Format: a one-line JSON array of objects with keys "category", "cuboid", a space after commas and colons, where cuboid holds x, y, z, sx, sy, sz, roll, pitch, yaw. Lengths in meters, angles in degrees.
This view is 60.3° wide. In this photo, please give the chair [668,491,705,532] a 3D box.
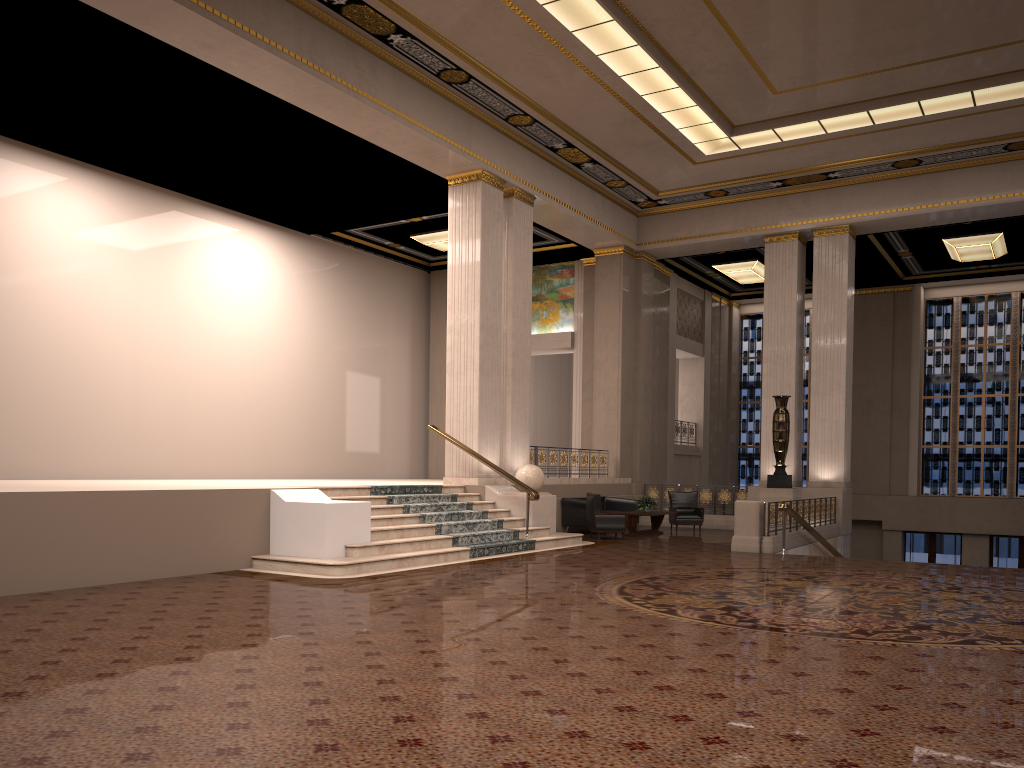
[{"category": "chair", "cuboid": [3.693, 2.699, 18.732, 0.647, 0.845, 0.718, 1, -2, -3]}]

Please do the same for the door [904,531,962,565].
[{"category": "door", "cuboid": [11.223, 5.279, 23.558, 1.490, 2.728, 0.155, 0, 1, 32]}]

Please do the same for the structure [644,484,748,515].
[{"category": "structure", "cuboid": [4.163, 2.615, 19.947, 2.536, 0.655, 0.032, -2, -1, 32]}]

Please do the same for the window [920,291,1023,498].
[{"category": "window", "cuboid": [12.476, 0.314, 23.289, 2.986, 5.367, 0.069, 0, 1, 32]}]

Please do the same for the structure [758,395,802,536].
[{"category": "structure", "cuboid": [5.355, 1.635, 17.559, 0.699, 2.793, 0.700, 1, 1, 32]}]

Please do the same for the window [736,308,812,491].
[{"category": "window", "cuboid": [8.142, 0.515, 25.982, 2.986, 5.367, 0.069, 0, 1, 32]}]

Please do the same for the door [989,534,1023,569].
[{"category": "door", "cuboid": [12.997, 5.197, 22.456, 1.490, 2.728, 0.155, 0, 1, 32]}]

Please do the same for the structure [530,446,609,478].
[{"category": "structure", "cuboid": [1.197, 1.648, 18.376, 0.032, 0.624, 3.706, 1, -4, 32]}]

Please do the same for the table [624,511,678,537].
[{"category": "table", "cuboid": [2.616, 2.756, 17.423, 0.839, 0.435, 1.480, -2, -6, 32]}]

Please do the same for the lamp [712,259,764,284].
[{"category": "lamp", "cuboid": [6.065, -2.864, 22.778, 1.168, 0.214, 2.023, -3, -6, 32]}]

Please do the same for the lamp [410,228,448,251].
[{"category": "lamp", "cuboid": [-1.262, -3.249, 19.888, 1.716, 0.214, 1.172, -3, -6, 32]}]

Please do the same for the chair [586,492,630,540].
[{"category": "chair", "cuboid": [1.722, 2.414, 16.093, 0.717, 0.845, 0.648, 1, -1, -8]}]

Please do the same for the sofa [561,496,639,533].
[{"category": "sofa", "cuboid": [1.840, 2.659, 17.908, 0.875, 0.706, 1.928, -1, -5, 32]}]

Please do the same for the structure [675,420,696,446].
[{"category": "structure", "cuboid": [4.583, 1.332, 23.869, 0.031, 0.668, 2.162, 1, -4, 32]}]

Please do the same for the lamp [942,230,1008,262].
[{"category": "lamp", "cuboid": [10.532, -3.071, 20.003, 1.168, 0.214, 2.023, -3, -6, 32]}]

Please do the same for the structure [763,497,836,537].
[{"category": "structure", "cuboid": [5.287, 2.340, 15.846, 0.079, 0.537, 4.952, 1, -4, 33]}]

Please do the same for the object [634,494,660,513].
[{"category": "object", "cuboid": [2.646, 2.334, 17.265, 0.525, 0.376, 0.503, 2, -4, -26]}]
